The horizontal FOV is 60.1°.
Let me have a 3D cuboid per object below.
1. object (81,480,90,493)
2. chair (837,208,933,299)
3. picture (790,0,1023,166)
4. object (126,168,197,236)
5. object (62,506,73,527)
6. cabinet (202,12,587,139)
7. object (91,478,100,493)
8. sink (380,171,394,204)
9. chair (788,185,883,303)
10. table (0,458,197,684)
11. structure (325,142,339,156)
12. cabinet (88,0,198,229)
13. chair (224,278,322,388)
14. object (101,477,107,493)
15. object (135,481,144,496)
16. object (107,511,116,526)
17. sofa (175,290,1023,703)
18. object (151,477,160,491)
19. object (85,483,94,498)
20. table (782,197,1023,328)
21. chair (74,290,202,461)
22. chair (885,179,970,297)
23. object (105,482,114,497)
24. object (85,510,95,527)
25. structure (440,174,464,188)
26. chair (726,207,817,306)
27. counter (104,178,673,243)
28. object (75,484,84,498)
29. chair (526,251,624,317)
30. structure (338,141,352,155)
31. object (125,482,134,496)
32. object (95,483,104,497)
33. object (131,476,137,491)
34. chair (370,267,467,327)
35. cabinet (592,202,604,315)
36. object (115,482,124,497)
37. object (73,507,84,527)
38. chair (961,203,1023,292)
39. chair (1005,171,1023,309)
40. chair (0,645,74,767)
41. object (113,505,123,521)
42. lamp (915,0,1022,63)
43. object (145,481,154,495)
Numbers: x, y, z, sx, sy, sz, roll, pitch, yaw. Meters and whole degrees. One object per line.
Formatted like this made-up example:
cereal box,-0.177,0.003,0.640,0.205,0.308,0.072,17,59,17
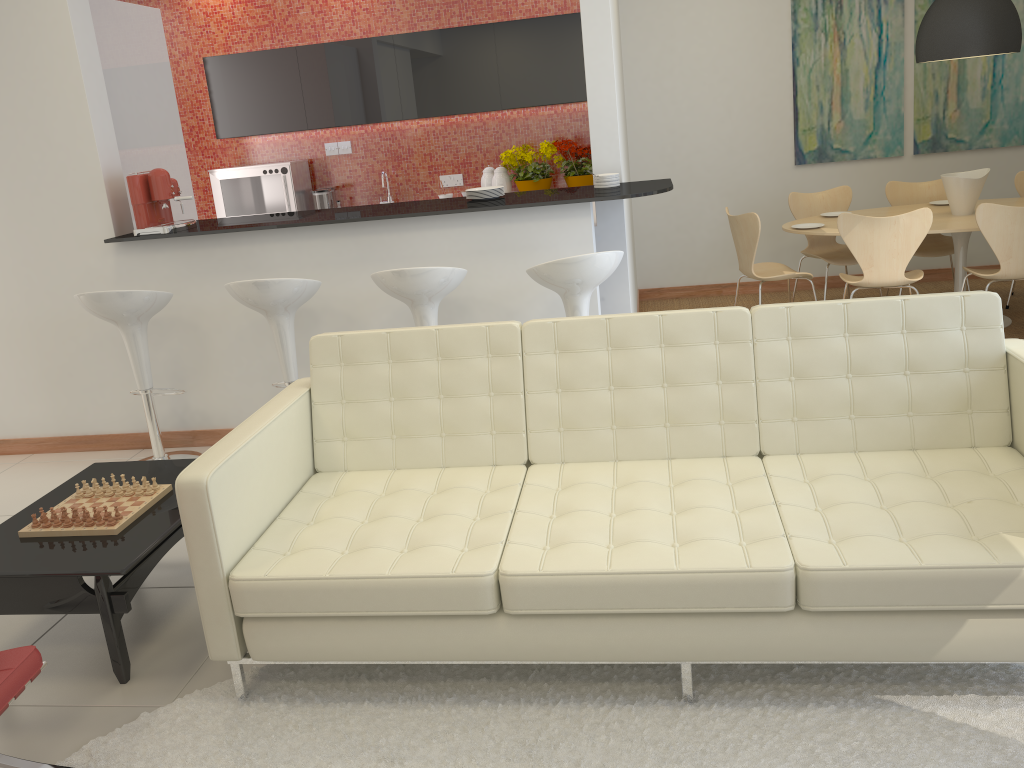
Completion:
object,-1.575,0.377,3.265,0.030,0.043,0.030,-1,15,17
chair,2.238,-0.626,5.366,0.521,0.894,0.523,-1,15,17
picture,3.056,-2.523,6.817,1.737,1.487,0.020,-3,14,9
object,-1.831,-0.995,4.756,0.320,0.332,0.325,-3,15,10
object,-1.498,0.444,2.974,0.030,0.068,0.030,-2,15,17
cabinet,-0.885,-2.499,7.237,3.240,0.651,0.357,-3,15,9
object,-1.536,0.371,3.257,0.030,0.051,0.030,-5,14,2
sink,-1.053,-1.519,7.448,0.807,0.530,0.423,-3,15,9
chair,2.324,-0.942,6.388,0.522,0.894,0.522,-9,15,-11
table,-1.422,0.642,3.200,0.700,0.416,0.930,-3,16,9
structure,-1.557,-2.028,7.641,0.114,0.103,0.013,-3,14,9
cabinet,-3.013,-0.999,5.596,1.636,2.490,1.072,-3,14,9
chair,-1.112,-0.063,4.424,0.457,1.007,0.471,-1,15,20
object,-1.497,0.368,3.251,0.030,0.054,0.030,-1,15,17
object,-1.345,0.374,3.187,0.030,0.049,0.030,-1,15,17
object,-1.339,0.448,2.951,0.030,0.043,0.030,-1,15,17
sofa,0.407,0.317,2.785,2.563,0.910,1.016,-3,16,9
object,-1.299,0.363,3.220,0.030,0.043,0.030,-1,15,17
object,-1.542,0.385,3.219,0.030,0.049,0.030,-1,15,17
table,2.982,-0.772,5.899,2.260,0.719,1.299,-3,16,10
chair,-1.894,-0.022,4.551,0.457,1.007,0.471,-1,15,20
chair,2.990,-1.004,6.370,0.521,0.894,0.523,-2,15,13
object,-1.463,0.380,3.206,0.030,0.049,0.030,-1,15,17
object,-1.418,0.446,2.963,0.030,0.054,0.030,-1,15,17
structure,-0.516,-1.736,7.559,0.198,0.098,0.017,-3,14,9
chair,1.716,-0.727,5.879,0.516,0.894,0.528,-7,15,-6
counter,-0.635,-0.938,4.773,2.962,0.019,0.747,-3,17,9
object,-1.581,0.387,3.226,0.030,0.049,0.030,-1,15,17
chair,0.331,-0.140,4.191,0.457,1.007,0.471,-7,14,-4
structure,-1.440,-2.034,7.625,0.114,0.103,0.009,-3,14,9
object,-1.384,0.376,3.193,0.030,0.049,0.030,-1,15,17
object,-1.502,0.383,3.213,0.030,0.049,0.030,-1,15,17
object,-1.379,0.362,3.231,0.030,0.054,0.030,-1,15,17
chair,-0.392,-0.101,4.306,0.457,1.007,0.471,-1,15,20
cabinet,-0.930,-0.714,6.585,3.333,0.971,2.532,-3,17,9
object,-1.423,0.378,3.200,0.030,0.049,0.030,-1,15,17
object,-1.458,0.444,2.968,0.030,0.063,0.030,-2,15,17
chair,2.940,-0.655,5.224,0.521,0.894,0.523,-3,15,9
chair,3.744,-1.008,6.127,0.522,0.894,0.522,4,17,33
chair,-1.607,0.811,2.025,0.706,0.806,0.710,-5,15,5
object,-1.334,0.433,2.989,0.030,0.049,0.030,-1,15,17
lamp,2.790,-2.764,5.397,0.594,1.473,0.603,-3,14,11
object,-1.305,0.372,3.181,0.030,0.049,0.030,-1,15,17
